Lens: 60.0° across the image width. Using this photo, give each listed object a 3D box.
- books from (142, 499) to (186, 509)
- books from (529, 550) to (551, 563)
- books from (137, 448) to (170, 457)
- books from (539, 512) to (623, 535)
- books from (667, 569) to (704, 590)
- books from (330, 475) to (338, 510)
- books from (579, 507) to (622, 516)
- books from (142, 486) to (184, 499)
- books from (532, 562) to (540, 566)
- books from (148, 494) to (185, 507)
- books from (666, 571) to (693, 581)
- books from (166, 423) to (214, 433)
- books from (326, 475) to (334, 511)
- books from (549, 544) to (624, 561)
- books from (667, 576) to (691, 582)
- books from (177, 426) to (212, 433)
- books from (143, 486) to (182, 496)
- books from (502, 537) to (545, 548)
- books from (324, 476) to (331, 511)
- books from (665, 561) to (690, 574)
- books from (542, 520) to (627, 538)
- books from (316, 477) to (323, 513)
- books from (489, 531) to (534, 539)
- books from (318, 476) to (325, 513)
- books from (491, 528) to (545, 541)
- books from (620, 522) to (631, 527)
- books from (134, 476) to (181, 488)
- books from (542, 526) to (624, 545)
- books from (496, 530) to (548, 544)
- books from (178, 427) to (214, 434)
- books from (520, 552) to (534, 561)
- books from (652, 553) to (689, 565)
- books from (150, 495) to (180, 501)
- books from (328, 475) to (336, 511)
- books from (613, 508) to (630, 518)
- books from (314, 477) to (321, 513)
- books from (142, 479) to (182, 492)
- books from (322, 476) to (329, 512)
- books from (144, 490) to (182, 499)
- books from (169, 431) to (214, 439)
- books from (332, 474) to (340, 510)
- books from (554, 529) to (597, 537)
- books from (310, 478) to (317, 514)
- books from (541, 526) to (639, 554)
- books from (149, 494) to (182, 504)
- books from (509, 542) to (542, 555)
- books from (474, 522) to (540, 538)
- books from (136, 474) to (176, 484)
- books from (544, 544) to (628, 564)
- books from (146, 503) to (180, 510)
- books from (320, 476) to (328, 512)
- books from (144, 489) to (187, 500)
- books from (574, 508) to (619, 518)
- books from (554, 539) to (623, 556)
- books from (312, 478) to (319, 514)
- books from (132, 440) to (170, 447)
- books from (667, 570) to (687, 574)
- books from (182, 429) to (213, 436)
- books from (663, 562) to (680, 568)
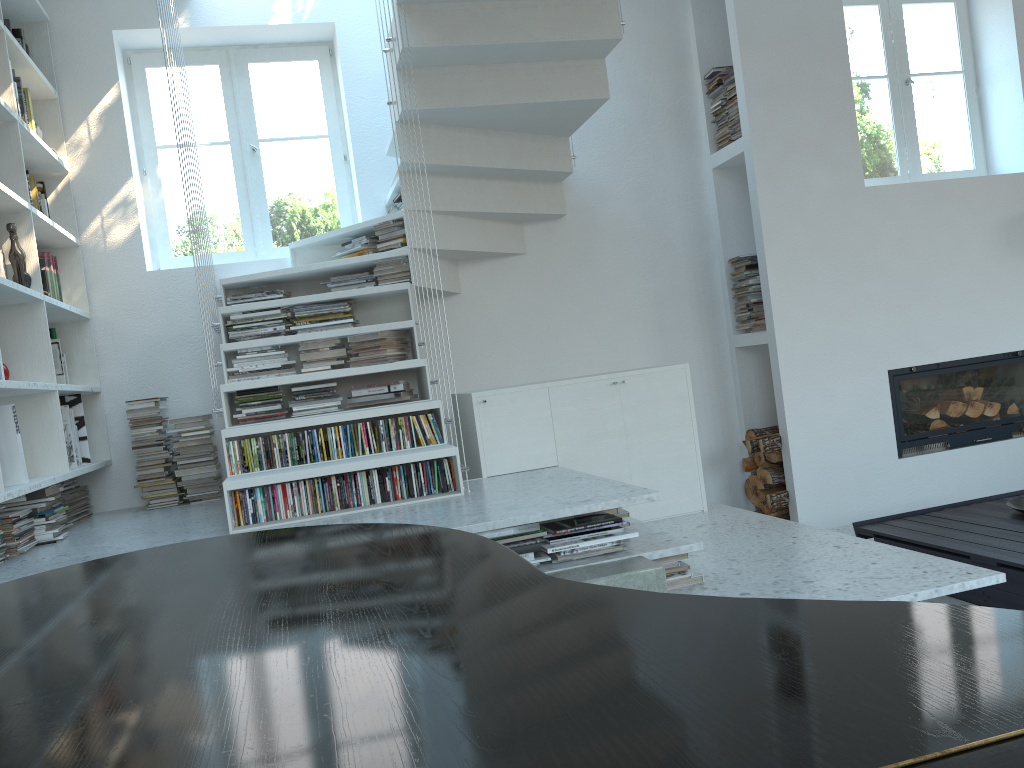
[{"bbox_3d":[-1.716,0.586,4.402,0.186,0.004,0.265,-8,1,-15],"label":"books"},{"bbox_3d":[-0.038,0.551,2.737,0.292,0.007,0.154,-8,1,-11],"label":"books"},{"bbox_3d":[-1.758,0.335,4.355,0.141,0.011,0.252,-8,1,-20],"label":"books"},{"bbox_3d":[0.216,0.441,2.810,0.228,0.014,0.149,-8,1,-16],"label":"books"},{"bbox_3d":[0.472,0.626,2.883,0.200,0.023,0.262,-8,1,-16],"label":"books"},{"bbox_3d":[-0.662,0.401,3.297,0.007,0.125,0.125,-8,1,-14],"label":"books"},{"bbox_3d":[0.262,0.420,3.044,0.159,0.009,0.228,-8,1,-18],"label":"books"},{"bbox_3d":[-1.727,0.536,4.399,0.165,0.011,0.286,-8,1,-14],"label":"books"},{"bbox_3d":[-0.037,0.564,2.742,0.230,0.020,0.142,-8,1,-9],"label":"books"},{"bbox_3d":[-1.712,0.578,4.403,0.142,0.010,0.297,-8,1,-15],"label":"books"},{"bbox_3d":[0.450,0.607,2.878,0.159,0.008,0.285,-8,1,-16],"label":"books"},{"bbox_3d":[-1.588,0.218,4.388,0.177,0.012,0.278,-8,1,-10],"label":"books"},{"bbox_3d":[-0.677,0.403,3.293,0.007,0.125,0.125,-8,1,-14],"label":"books"},{"bbox_3d":[0.229,0.520,2.803,0.212,0.014,0.161,-8,1,-10],"label":"books"},{"bbox_3d":[0.451,0.614,2.878,0.164,0.006,0.264,-8,1,-13],"label":"books"},{"bbox_3d":[-1.568,0.224,4.393,0.146,0.006,0.295,-8,1,-16],"label":"books"},{"bbox_3d":[-1.732,0.523,4.398,0.159,0.015,0.254,-8,1,-17],"label":"books"},{"bbox_3d":[-0.044,0.489,2.727,0.250,0.009,0.187,-8,1,-14],"label":"books"},{"bbox_3d":[-0.684,0.404,3.292,0.008,0.125,0.125,-8,1,-14],"label":"books"},{"bbox_3d":[0.449,0.581,2.878,0.159,0.012,0.292,-8,1,-11],"label":"books"},{"bbox_3d":[0.217,0.453,2.813,0.269,0.009,0.132,-8,1,-10],"label":"books"},{"bbox_3d":[-0.713,0.408,3.285,0.007,0.125,0.125,-8,1,-14],"label":"books"},{"bbox_3d":[-0.050,0.455,2.729,0.208,0.008,0.170,-8,1,-11],"label":"books"},{"bbox_3d":[-0.706,0.407,3.286,0.008,0.125,0.125,-8,1,-14],"label":"books"},{"bbox_3d":[-0.049,0.463,2.730,0.260,0.007,0.171,-8,1,-16],"label":"books"},{"bbox_3d":[0.279,0.483,3.047,0.189,0.013,0.215,-8,1,-15],"label":"books"},{"bbox_3d":[-1.741,0.485,4.396,0.187,0.009,0.261,-8,1,-9],"label":"books"},{"bbox_3d":[0.219,0.474,2.818,0.242,0.012,0.137,-8,1,-13],"label":"books"},{"bbox_3d":[-0.047,0.472,2.729,0.281,0.013,0.168,-8,1,-17],"label":"books"},{"bbox_3d":[-1.563,0.230,4.394,0.131,0.007,0.250,-8,1,-10],"label":"books"},{"bbox_3d":[-0.042,0.533,2.742,0.189,0.028,0.155,-8,1,-13],"label":"books"},{"bbox_3d":[0.446,0.552,2.877,0.157,0.025,0.234,-8,1,-19],"label":"books"},{"bbox_3d":[-1.714,0.553,4.402,0.133,0.007,0.225,-8,1,-17],"label":"books"},{"bbox_3d":[-0.670,0.402,3.295,0.007,0.125,0.125,-8,1,-14],"label":"books"},{"bbox_3d":[0.282,0.448,3.048,0.190,0.015,0.230,-8,1,-9],"label":"books"},{"bbox_3d":[-0.720,0.409,3.283,0.008,0.125,0.125,-8,1,-14],"label":"books"},{"bbox_3d":[-1.732,0.502,4.398,0.160,0.027,0.185,-8,1,-12],"label":"books"},{"bbox_3d":[-0.691,0.405,3.290,0.007,0.125,0.125,-8,1,-14],"label":"books"},{"bbox_3d":[-1.727,0.543,4.399,0.163,0.004,0.272,-8,1,-15],"label":"books"},{"bbox_3d":[-1.580,0.252,4.390,0.189,0.006,0.249,-8,1,-14],"label":"books"},{"bbox_3d":[-0.655,0.400,3.299,0.010,0.125,0.125,-8,1,-14],"label":"books"},{"bbox_3d":[0.212,0.463,2.839,0.190,0.011,0.091,-8,1,-16],"label":"books"},{"bbox_3d":[-0.735,0.411,3.279,0.008,0.125,0.125,-8,1,-14],"label":"books"},{"bbox_3d":[0.226,0.486,2.795,0.297,0.014,0.184,-8,1,-15],"label":"books"},{"bbox_3d":[-1.716,0.565,4.402,0.138,0.017,0.237,-8,1,-17],"label":"books"},{"bbox_3d":[-0.043,0.506,2.732,0.230,0.026,0.177,-8,1,-14],"label":"books"},{"bbox_3d":[-0.048,0.440,2.715,0.237,0.022,0.189,-8,1,-9],"label":"books"},{"bbox_3d":[-1.747,0.465,4.357,0.132,0.007,0.255,-8,1,-9],"label":"books"},{"bbox_3d":[0.227,0.532,2.819,0.249,0.009,0.144,-8,1,-14],"label":"books"},{"bbox_3d":[-1.713,0.592,4.403,0.147,0.008,0.290,-8,1,-13],"label":"books"},{"bbox_3d":[-0.699,0.406,3.288,0.009,0.125,0.125,-8,1,-14],"label":"books"},{"bbox_3d":[-1.717,0.547,4.402,0.189,0.006,0.249,-8,1,-19],"label":"books"},{"bbox_3d":[0.255,0.435,3.042,0.154,0.018,0.221,-8,1,-13],"label":"books"},{"bbox_3d":[0.226,0.506,2.809,0.208,0.015,0.152,-8,1,-17],"label":"books"},{"bbox_3d":[-0.728,0.410,3.281,0.009,0.125,0.125,-8,1,-14],"label":"books"},{"bbox_3d":[-1.768,0.292,4.353,0.149,0.005,0.261,-8,1,-16],"label":"books"},{"bbox_3d":[0.454,0.592,2.879,0.168,0.012,0.210,-8,1,-10],"label":"books"},{"bbox_3d":[-1.557,0.239,4.395,0.128,0.013,0.296,-8,1,-16],"label":"books"},{"bbox_3d":[0.435,0.571,2.875,0.132,0.010,0.257,-8,1,-10],"label":"books"}]
